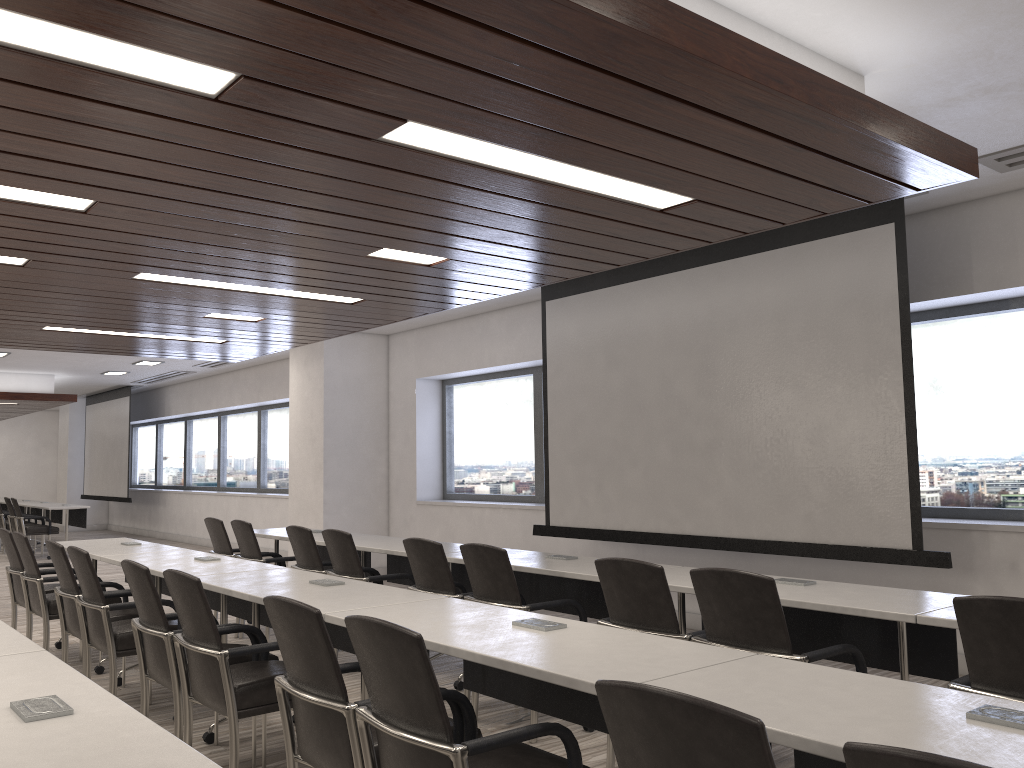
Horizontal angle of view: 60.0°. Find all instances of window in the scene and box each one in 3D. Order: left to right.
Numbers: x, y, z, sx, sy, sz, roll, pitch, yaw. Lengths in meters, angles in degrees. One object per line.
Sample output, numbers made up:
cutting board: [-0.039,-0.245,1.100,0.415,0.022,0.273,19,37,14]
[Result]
window: [-5.230,1.218,16.005,0.118,1.419,10.453,3,-7,-39]
window: [1.425,0.388,7.908,0.118,1.419,6.968,3,-7,-39]

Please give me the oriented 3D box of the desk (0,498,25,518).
desk: [-10.046,2.663,17.476,0.577,0.795,1.509,3,-7,-39]

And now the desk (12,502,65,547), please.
desk: [-8.124,2.424,15.137,0.577,0.795,1.509,3,-7,-39]

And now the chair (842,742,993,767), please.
chair: [0.838,0.971,1.305,0.638,0.939,0.513,3,-7,-39]

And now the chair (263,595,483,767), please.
chair: [-0.450,1.131,2.862,0.638,0.939,0.513,3,-7,-39]

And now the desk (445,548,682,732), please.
desk: [0.200,1.386,5.009,0.577,0.795,1.509,3,-7,-39]

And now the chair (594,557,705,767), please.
chair: [0.705,1.198,3.812,0.638,0.939,0.513,3,-7,-40]

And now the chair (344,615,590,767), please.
chair: [-0.114,1.090,2.467,0.638,0.939,0.513,3,-7,-39]

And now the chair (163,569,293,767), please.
chair: [-1.078,1.211,3.641,0.638,0.939,0.513,3,-7,-40]

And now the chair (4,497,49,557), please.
chair: [-7.622,2.235,13.932,0.638,0.939,0.513,3,-7,-40]

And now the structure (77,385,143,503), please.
structure: [-8.273,1.201,18.057,0.438,2.329,3.550,3,-7,-39]

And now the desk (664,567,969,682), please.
desk: [1.164,1.266,3.837,0.577,0.795,1.509,3,-7,-39]

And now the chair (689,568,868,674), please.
chair: [1.033,1.157,3.405,0.638,0.939,0.513,3,-7,-39]

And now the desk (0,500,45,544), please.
desk: [-9.082,2.543,16.303,0.577,0.795,1.509,3,-7,-39]

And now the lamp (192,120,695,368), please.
lamp: [-2.030,-0.608,8.728,1.499,0.552,12.001,1,-6,-23]

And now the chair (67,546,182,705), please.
chair: [-2.052,1.330,4.798,0.638,0.939,0.513,3,-7,-40]

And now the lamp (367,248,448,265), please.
lamp: [-0.575,-0.722,4.872,0.421,0.046,0.236,3,-7,-39]

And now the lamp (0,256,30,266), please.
lamp: [-3.240,-0.724,4.396,1.496,0.045,0.236,3,-7,-39]

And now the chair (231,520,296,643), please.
chair: [-1.846,1.518,6.931,0.638,0.939,0.513,3,-7,-39]

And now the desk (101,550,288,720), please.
desk: [-1.924,1.439,5.239,0.577,0.795,1.509,3,-7,-39]

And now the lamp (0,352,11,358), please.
lamp: [-7.045,-0.456,12.064,0.324,0.120,0.519,3,-7,-39]

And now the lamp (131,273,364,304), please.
lamp: [-1.645,-0.632,5.697,1.496,0.045,0.236,3,-7,-39]

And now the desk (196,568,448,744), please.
desk: [-0.959,1.319,4.064,0.577,0.795,1.509,3,-7,-39]

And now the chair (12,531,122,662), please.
chair: [-3.012,1.450,5.978,0.638,0.939,0.513,3,-7,-40]

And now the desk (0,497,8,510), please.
desk: [-11.011,2.783,18.651,0.577,0.795,1.509,3,-7,-39]

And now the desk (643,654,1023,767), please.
desk: [0.963,1.079,1.725,0.577,0.795,1.509,3,-7,-39]

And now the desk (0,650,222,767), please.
desk: [-1.171,1.131,1.932,0.577,0.795,1.509,3,-7,-39]

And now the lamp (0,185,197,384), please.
lamp: [-4.331,-0.472,9.845,1.469,0.552,14.296,1,-5,-17]

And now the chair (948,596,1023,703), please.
chair: [1.659,1.079,2.640,0.638,0.939,0.513,3,-7,-40]

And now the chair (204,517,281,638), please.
chair: [-2.189,1.558,7.322,0.638,0.939,0.513,3,-7,-39]

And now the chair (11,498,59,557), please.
chair: [-7.291,2.194,13.529,0.638,0.939,0.513,3,-7,-38]

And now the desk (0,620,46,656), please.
desk: [-2.134,1.251,3.104,0.577,0.795,1.509,3,-7,-39]

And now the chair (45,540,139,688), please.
chair: [-2.382,1.371,5.202,0.638,0.939,0.513,3,-7,-39]

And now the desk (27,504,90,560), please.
desk: [-7.160,2.303,13.964,0.577,0.795,1.509,3,-7,-39]

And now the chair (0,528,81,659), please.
chair: [-3.344,1.492,6.386,0.638,0.939,0.513,3,-7,-40]

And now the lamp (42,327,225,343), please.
lamp: [-3.176,-0.441,7.561,1.496,0.045,0.236,3,-7,-39]

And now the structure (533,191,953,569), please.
structure: [1.301,0.008,6.408,0.438,2.329,3.550,3,-7,-39]

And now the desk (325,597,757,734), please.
desk: [0.005,1.199,2.891,0.577,0.795,1.509,3,-7,-39]

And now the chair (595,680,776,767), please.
chair: [0.510,1.012,1.702,0.638,0.939,0.513,3,-7,-39]

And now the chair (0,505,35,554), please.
chair: [-8.257,2.314,14.703,0.638,0.939,0.513,3,-7,-39]

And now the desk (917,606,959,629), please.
desk: [2.122,1.146,2.671,0.577,0.795,1.509,3,-7,-39]

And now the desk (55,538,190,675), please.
desk: [-2.888,1.559,6.411,0.577,0.795,1.509,3,-7,-39]

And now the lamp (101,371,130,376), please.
lamp: [-6.556,-0.230,14.665,0.324,0.120,0.519,3,-7,-39]

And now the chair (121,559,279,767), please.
chair: [-1.428,1.252,4.038,0.638,0.939,0.513,3,-7,-39]

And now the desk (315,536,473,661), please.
desk: [-0.765,1.506,6.184,0.577,0.795,1.509,3,-7,-39]

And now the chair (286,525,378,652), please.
chair: [-1.220,1.439,6.161,0.638,0.939,0.513,3,-7,-39]

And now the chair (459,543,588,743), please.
chair: [0.081,1.277,4.585,0.638,0.939,0.513,3,-7,-39]

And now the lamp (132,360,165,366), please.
lamp: [-5.473,-0.365,13.347,0.324,0.120,0.519,3,-7,-39]

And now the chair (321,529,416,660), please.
chair: [-0.885,1.398,5.761,0.638,0.939,0.513,3,-7,-39]

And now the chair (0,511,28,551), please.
chair: [-8.574,2.356,15.116,0.638,0.939,0.513,3,-7,-40]

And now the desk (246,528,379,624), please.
desk: [-1.729,1.626,7.357,0.577,0.795,1.509,3,-7,-39]

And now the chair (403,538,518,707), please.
chair: [-0.262,1.318,4.981,0.638,0.939,0.513,3,-7,-39]

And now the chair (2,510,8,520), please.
chair: [-9.214,2.434,15.869,0.638,0.939,0.513,3,-7,-39]

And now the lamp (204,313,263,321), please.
lamp: [-2.107,-0.531,6.736,0.421,0.046,0.236,3,-7,-39]
